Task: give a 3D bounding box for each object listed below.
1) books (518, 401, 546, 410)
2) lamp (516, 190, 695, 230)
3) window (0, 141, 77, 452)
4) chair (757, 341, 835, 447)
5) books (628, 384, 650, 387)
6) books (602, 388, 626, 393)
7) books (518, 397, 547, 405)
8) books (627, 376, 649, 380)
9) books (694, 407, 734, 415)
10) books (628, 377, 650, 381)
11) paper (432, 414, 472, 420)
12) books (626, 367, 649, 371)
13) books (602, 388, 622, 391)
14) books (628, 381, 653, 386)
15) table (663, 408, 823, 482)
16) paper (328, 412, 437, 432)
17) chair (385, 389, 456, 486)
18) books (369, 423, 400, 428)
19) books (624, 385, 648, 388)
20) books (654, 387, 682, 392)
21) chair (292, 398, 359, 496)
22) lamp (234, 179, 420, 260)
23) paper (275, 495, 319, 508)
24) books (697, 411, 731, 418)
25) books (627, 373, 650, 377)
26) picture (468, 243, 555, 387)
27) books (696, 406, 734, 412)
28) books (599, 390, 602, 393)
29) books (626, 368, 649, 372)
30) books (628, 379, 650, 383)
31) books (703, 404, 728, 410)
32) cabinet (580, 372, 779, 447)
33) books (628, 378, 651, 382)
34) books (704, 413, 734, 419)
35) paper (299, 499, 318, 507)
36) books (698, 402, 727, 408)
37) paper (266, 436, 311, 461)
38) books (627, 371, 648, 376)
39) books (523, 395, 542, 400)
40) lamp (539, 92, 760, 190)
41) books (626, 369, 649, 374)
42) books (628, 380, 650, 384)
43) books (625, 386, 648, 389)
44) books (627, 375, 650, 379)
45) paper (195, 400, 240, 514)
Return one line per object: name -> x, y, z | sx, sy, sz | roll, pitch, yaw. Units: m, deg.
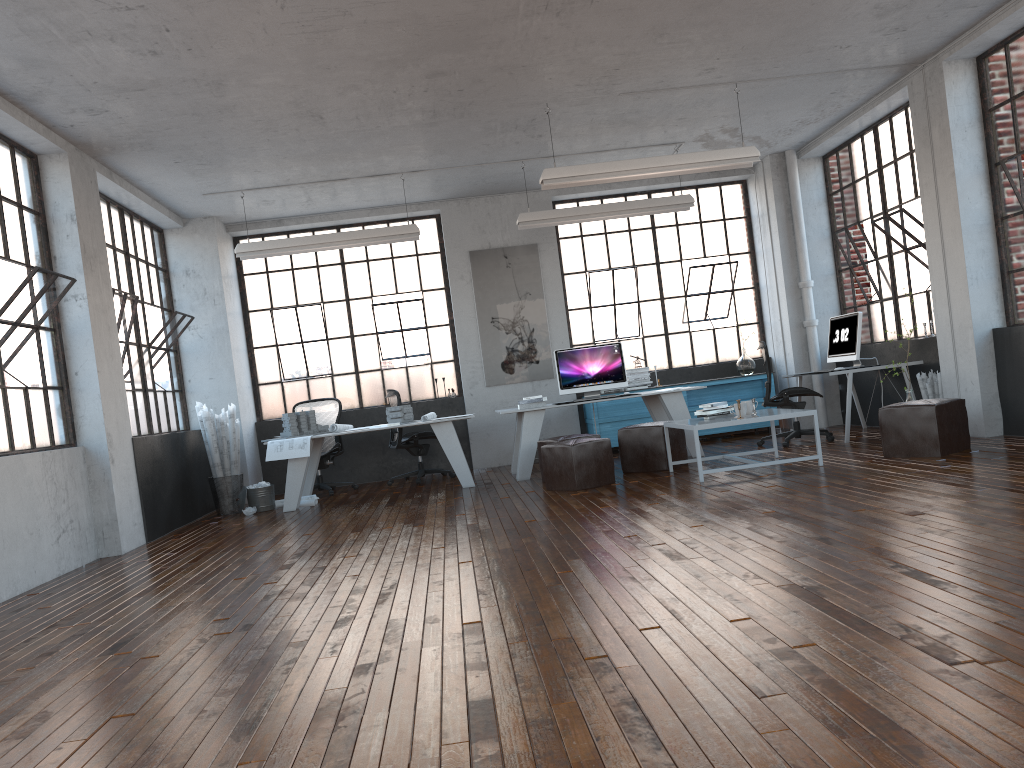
books -> 0.201, 0.217, 8.973 | 0.271, 0.050, 0.200 | -7, 0, -4
lamp -> 0.977, -1.839, 9.294 | 1.877, 0.205, 0.202 | -7, 0, -4
window -> -3.478, -0.656, 5.634 | 0.669, 2.260, 2.456 | -7, 0, -4
chair -> 2.862, 0.061, 9.087 | 0.792, 1.086, 0.770 | -7, 1, 0
books -> 1.541, 0.019, 10.851 | 0.285, 0.012, 0.159 | -7, 0, -4
books -> 1.218, 0.082, 10.618 | 0.258, 0.032, 0.191 | -7, 0, -2
books -> 0.210, 0.168, 8.949 | 0.257, 0.044, 0.192 | -7, 0, 16
books -> 1.541, -0.073, 10.853 | 0.254, 0.012, 0.161 | -7, 0, -4
books -> 1.726, 0.232, 7.576 | 0.271, 0.031, 0.200 | -7, 0, -29
books -> 1.531, -0.059, 10.858 | 0.285, 0.012, 0.159 | -7, 0, -4
paper -> -0.608, 0.335, 9.010 | 0.429, 0.001, 0.484 | -7, 0, 6
books -> 1.514, -0.182, 10.844 | 0.288, 0.016, 0.182 | -7, 0, -4
books -> 1.206, 0.056, 10.610 | 0.242, 0.023, 0.191 | -7, 0, -6
books -> 1.541, -0.001, 10.860 | 0.330, 0.025, 0.176 | -7, 0, -4
table -> 1.897, 0.492, 7.422 | 0.991, 0.445, 0.972 | -7, 0, -4
paper -> -1.331, 0.396, 9.328 | 1.074, 0.105, 0.975 | -7, 0, -4
chair -> -1.109, 0.571, 10.166 | 0.791, 1.086, 0.771 | -8, 1, -35
books -> -1.276, 0.417, 8.892 | 0.235, 0.024, 0.200 | -7, 0, 32
books -> 1.484, 0.031, 10.640 | 0.251, 0.012, 0.202 | -7, 0, -3
books -> 1.587, 0.058, 8.992 | 0.205, 0.019, 0.243 | -7, 0, 36
chair -> -2.185, 0.707, 10.023 | 0.770, 1.086, 0.792 | -7, 1, -10
lamp -> -1.910, -1.700, 9.086 | 1.877, 0.629, 0.202 | -7, 1, -4
paper -> -2.221, 1.215, 9.133 | 0.466, 0.094, 0.114 | -7, 0, -19
books -> 1.727, 0.255, 7.578 | 0.274, 0.025, 0.210 | -7, 0, 16
books -> 1.533, -0.104, 10.874 | 0.288, 0.016, 0.182 | -7, 0, -4
picture -> -0.002, -0.837, 10.738 | 0.853, 1.651, 0.025 | -7, 1, -4
books -> 1.733, 0.213, 7.573 | 0.275, 0.014, 0.200 | -7, 0, -4
books -> 1.065, -0.005, 10.823 | 0.053, 0.241, 0.172 | -7, 1, -4
books -> 1.521, -0.167, 10.855 | 0.288, 0.016, 0.182 | -7, 0, -4
books -> 1.531, -0.032, 10.874 | 0.288, 0.016, 0.182 | -7, 0, -4
books -> 1.734, 0.197, 7.542 | 0.185, 0.026, 0.125 | -7, 0, 26
cabinet -> 2.030, 0.365, 10.769 | 2.262, 0.733, 0.626 | -7, 1, -4
books -> 1.554, -0.050, 10.852 | 0.256, 0.013, 0.161 | -7, 0, -4
books -> 1.764, 0.274, 7.568 | 0.218, 0.028, 0.171 | -7, 0, -4
paper -> -2.114, 1.209, 8.950 | 0.341, 0.069, 0.083 | -7, 0, 21
books -> 1.710, 0.177, 7.542 | 0.201, 0.026, 0.141 | -7, 0, -34
paper -> -2.153, 0.624, 8.594 | 0.439, 0.183, 0.434 | -7, 0, -5
books -> 1.507, -0.122, 10.871 | 0.296, 0.028, 0.180 | -7, 0, -4
books -> 0.207, 0.137, 8.964 | 0.185, 0.030, 0.153 | -7, 0, -4
lamp -> 1.136, -2.077, 7.507 | 1.877, 0.629, 0.202 | -7, 1, -4
books -> 1.525, -0.149, 10.856 | 0.273, 0.021, 0.174 | -7, 0, -4
books -> 1.551, -0.021, 10.861 | 0.254, 0.013, 0.161 | -7, 0, -4
books -> 1.483, 0.044, 10.633 | 0.248, 0.014, 0.187 | -7, 0, -6
books -> 1.545, -0.089, 10.861 | 0.263, 0.017, 0.167 | -7, 0, -4
paper -> -2.997, 0.737, 9.187 | 0.412, 1.198, 0.441 | -8, 1, -26
